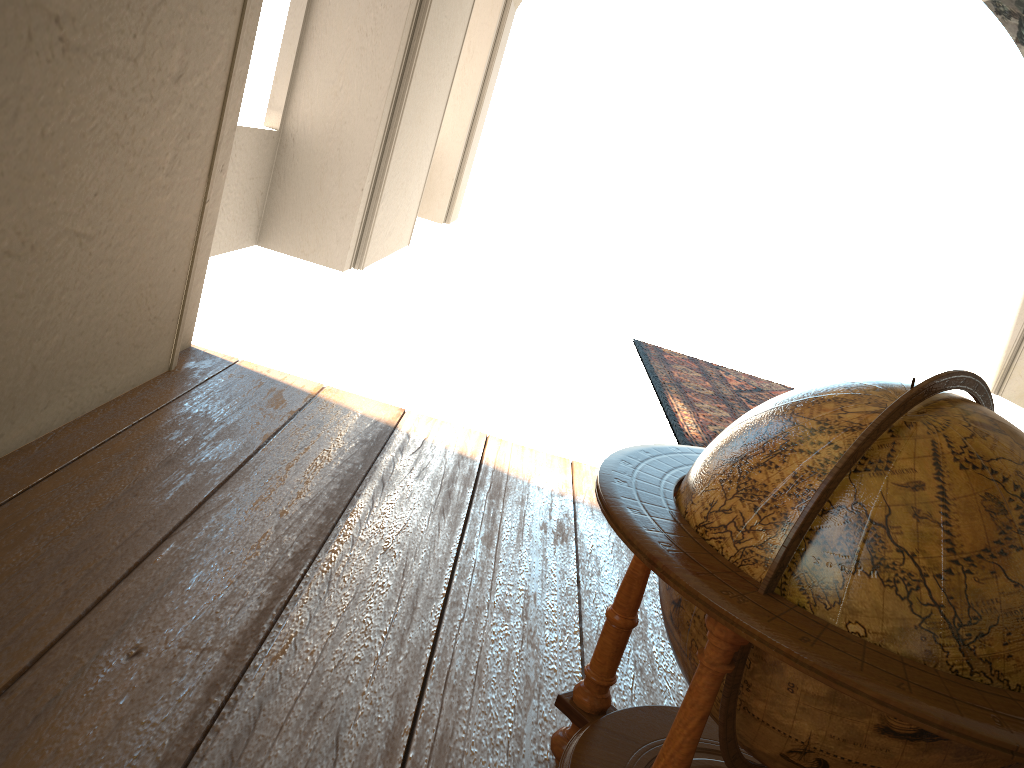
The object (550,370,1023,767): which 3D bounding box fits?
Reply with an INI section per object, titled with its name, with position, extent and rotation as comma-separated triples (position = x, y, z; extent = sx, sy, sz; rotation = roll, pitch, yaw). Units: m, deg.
[object]
position = 0.726, 0.641, 2.029
extent = 1.273, 1.455, 1.279
rotation = 28, 18, 35
